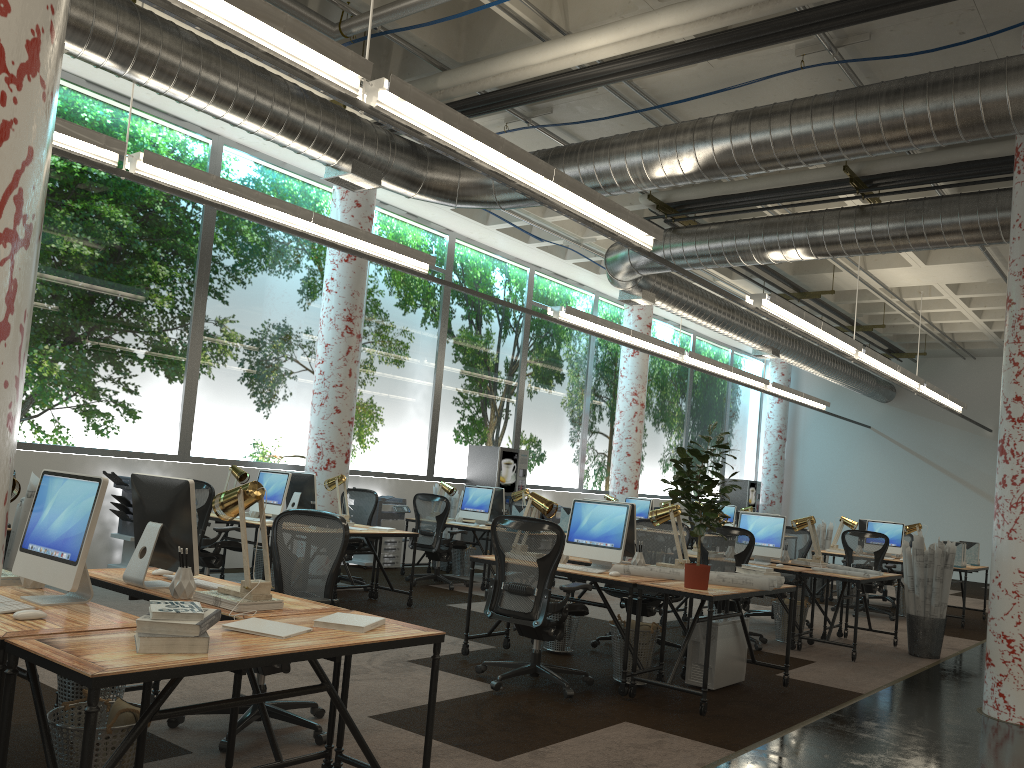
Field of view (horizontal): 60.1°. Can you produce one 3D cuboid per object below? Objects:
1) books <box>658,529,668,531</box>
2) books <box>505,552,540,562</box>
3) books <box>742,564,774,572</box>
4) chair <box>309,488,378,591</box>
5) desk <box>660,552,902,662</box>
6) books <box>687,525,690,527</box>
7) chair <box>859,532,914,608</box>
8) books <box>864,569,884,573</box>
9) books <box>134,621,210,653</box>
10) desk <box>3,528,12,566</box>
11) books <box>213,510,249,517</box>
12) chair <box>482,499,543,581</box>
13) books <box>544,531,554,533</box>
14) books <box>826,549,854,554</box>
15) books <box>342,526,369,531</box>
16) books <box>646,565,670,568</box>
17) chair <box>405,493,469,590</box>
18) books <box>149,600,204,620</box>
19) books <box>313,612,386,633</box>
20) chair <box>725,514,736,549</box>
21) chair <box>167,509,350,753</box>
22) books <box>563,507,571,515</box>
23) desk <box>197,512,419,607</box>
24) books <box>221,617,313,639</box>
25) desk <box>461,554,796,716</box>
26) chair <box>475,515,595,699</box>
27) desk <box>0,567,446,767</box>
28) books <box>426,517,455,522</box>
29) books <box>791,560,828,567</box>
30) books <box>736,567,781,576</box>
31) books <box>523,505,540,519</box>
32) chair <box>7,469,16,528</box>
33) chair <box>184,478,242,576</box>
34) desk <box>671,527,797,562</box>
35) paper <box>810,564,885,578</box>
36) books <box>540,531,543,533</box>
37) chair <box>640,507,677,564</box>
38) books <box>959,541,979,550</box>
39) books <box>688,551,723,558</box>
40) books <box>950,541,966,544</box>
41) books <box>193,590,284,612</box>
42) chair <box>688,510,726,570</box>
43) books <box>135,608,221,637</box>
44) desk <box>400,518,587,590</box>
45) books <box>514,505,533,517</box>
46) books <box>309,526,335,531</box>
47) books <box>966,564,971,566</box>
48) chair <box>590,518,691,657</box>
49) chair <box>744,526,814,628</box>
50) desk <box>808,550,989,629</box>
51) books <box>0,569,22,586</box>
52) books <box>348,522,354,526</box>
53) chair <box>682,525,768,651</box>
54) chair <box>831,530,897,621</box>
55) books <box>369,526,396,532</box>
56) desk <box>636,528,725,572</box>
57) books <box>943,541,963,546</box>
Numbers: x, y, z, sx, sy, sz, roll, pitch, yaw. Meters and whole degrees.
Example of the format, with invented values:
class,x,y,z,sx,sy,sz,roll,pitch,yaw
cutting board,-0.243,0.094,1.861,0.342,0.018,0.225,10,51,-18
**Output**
class,x,y,z,sx,sy,sz,roll,pitch,yaw
books,2.585,2.383,14.506,0.308,0.038,0.226,0,-8,38
books,0.125,1.291,6.615,0.308,0.038,0.226,0,-8,38
books,1.773,1.330,6.398,0.185,0.030,0.153,1,-7,36
chair,-1.840,1.679,9.697,0.769,1.082,0.796,3,-5,22
desk,2.703,2.174,8.923,1.939,0.722,1.407,0,-7,38
books,3.512,2.742,17.070,0.308,0.038,0.226,0,-8,38
chair,5.506,2.676,12.922,0.769,1.082,0.796,3,-5,22
books,3.574,1.878,8.914,0.244,0.019,0.206,7,-6,-14
books,-1.064,0.787,2.763,0.201,0.050,0.272,8,-7,-24
desk,-4.447,1.205,5.790,1.939,0.722,1.407,0,-7,38
books,-2.838,1.304,8.947,0.308,0.038,0.226,0,-8,38
chair,0.075,2.113,12.146,0.769,1.082,0.796,3,-5,22
books,0.506,1.826,10.965,0.200,0.024,0.236,4,-6,12
books,4.508,2.300,12.172,0.308,0.038,0.226,0,-8,38
books,-1.520,1.377,8.443,0.243,0.019,0.206,3,-6,16
books,1.189,1.383,6.598,0.308,0.038,0.226,0,-8,38
chair,-0.892,1.861,10.608,0.769,1.082,0.796,3,-5,22
books,-1.057,0.711,2.785,0.153,0.030,0.185,8,-7,-23
books,-0.615,0.905,3.365,0.200,0.024,0.236,4,-6,12
chair,4.510,3.117,17.819,0.769,1.082,0.796,3,-5,22
chair,-1.181,1.161,4.373,0.769,1.082,0.796,3,-5,22
books,0.747,1.727,11.209,0.233,0.309,0.068,2,-5,38
desk,-2.127,1.730,8.758,1.939,0.722,1.407,0,-7,38
books,-0.860,0.860,3.120,0.243,0.019,0.206,3,-6,16
desk,0.837,1.718,6.426,1.939,0.722,1.407,0,-7,38
chair,0.156,1.415,5.827,0.769,1.082,0.796,3,-5,22
desk,-1.467,1.213,3.435,1.939,0.722,1.407,0,-7,38
books,-0.923,1.738,11.397,0.308,0.038,0.226,0,-8,38
books,3.055,1.840,9.096,0.308,0.038,0.226,0,-8,38
books,1.781,1.363,6.407,0.193,0.044,0.257,9,-7,-34
books,0.218,1.607,10.532,0.233,0.309,0.068,2,-5,38
chair,-4.160,1.153,6.729,0.769,1.082,0.796,3,-5,22
chair,-2.807,1.427,8.159,0.769,1.082,0.796,3,-5,22
desk,4.223,3.168,16.881,1.939,0.722,1.407,0,-7,38
paper,3.193,1.777,8.432,0.567,0.061,0.629,1,-8,36
books,0.261,1.781,10.720,0.243,0.019,0.206,3,-6,16
chair,2.518,2.666,15.272,0.769,1.082,0.796,3,-5,22
books,6.178,2.290,11.984,0.233,0.309,0.068,2,-5,38
books,1.991,1.748,9.112,0.308,0.038,0.226,0,-8,38
books,5.649,2.170,11.307,0.233,0.309,0.068,2,-5,38
books,-1.114,0.878,3.607,0.308,0.038,0.226,0,-8,38
chair,3.542,2.866,16.281,0.769,1.082,0.796,3,-5,22
books,-1.045,0.744,2.788,0.193,0.044,0.258,5,-6,-4
desk,-0.211,2.164,11.208,1.939,0.722,1.407,0,-7,38
books,0.127,1.587,10.416,0.233,0.309,0.068,2,-5,38
books,-1.724,1.304,8.087,0.201,0.050,0.272,8,-7,-24
books,5.937,2.389,11.740,0.200,0.024,0.236,4,-6,12
chair,1.123,1.666,7.365,0.769,1.082,0.796,3,-5,22
chair,2.989,2.123,9.862,0.769,1.082,0.796,3,-5,22
desk,5.220,2.727,11.983,1.939,0.722,1.407,0,-7,38
books,-2.178,0.786,3.624,0.308,0.038,0.226,0,-8,38
books,-1.774,1.396,8.930,0.308,0.038,0.226,0,-8,38
chair,2.022,1.871,8.324,0.769,1.082,0.796,3,-5,22
chair,4.539,2.424,11.384,0.769,1.082,0.796,3,-5,22
books,-1.275,1.422,8.688,0.200,0.024,0.236,4,-6,12
desk,2.232,2.717,14.333,1.939,0.722,1.407,0,-7,38
books,5.558,2.150,11.191,0.233,0.309,0.068,2,-5,38
